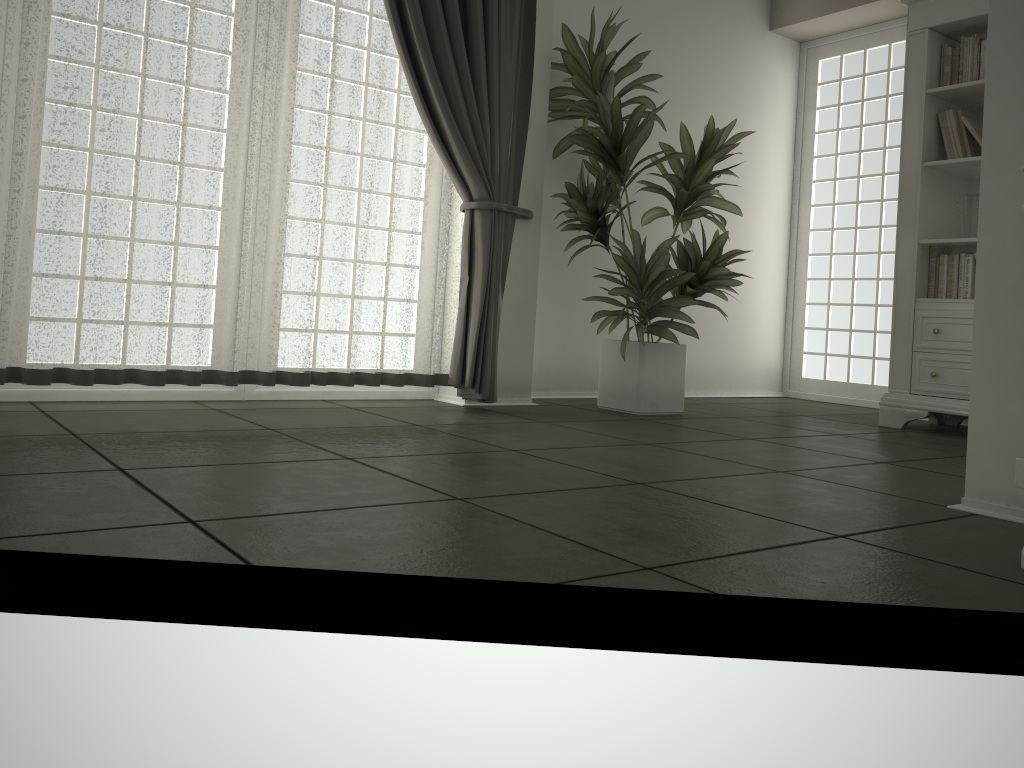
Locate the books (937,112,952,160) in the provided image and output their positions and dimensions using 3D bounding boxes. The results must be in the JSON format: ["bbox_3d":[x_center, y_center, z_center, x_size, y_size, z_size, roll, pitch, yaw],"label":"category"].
[{"bbox_3d":[2.248,-1.242,4.503,0.158,0.275,0.092,3,0,-36],"label":"books"}]

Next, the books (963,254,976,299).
[{"bbox_3d":[2.297,-0.521,4.360,0.176,0.225,0.039,3,-1,-36],"label":"books"}]

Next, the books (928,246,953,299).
[{"bbox_3d":[2.190,-0.565,4.516,0.167,0.278,0.028,3,-1,-36],"label":"books"}]

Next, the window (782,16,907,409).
[{"bbox_3d":[2.280,-1.113,5.825,0.058,2.505,1.002,4,-1,-36],"label":"window"}]

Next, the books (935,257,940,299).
[{"bbox_3d":[2.206,-0.533,4.501,0.155,0.219,0.012,3,-1,-36],"label":"books"}]

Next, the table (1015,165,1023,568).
[{"bbox_3d":[1.351,-0.010,1.593,0.431,0.806,0.700,3,1,-36],"label":"table"}]

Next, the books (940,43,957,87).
[{"bbox_3d":[2.258,-1.606,4.541,0.151,0.259,0.028,3,-1,-36],"label":"books"}]

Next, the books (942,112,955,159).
[{"bbox_3d":[2.261,-1.240,4.485,0.158,0.275,0.092,3,0,-36],"label":"books"}]

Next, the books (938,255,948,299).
[{"bbox_3d":[2.222,-0.533,4.462,0.176,0.225,0.039,3,-1,-36],"label":"books"}]

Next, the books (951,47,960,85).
[{"bbox_3d":[2.291,-1.581,4.486,0.163,0.221,0.035,3,-1,-36],"label":"books"}]

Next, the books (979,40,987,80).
[{"bbox_3d":[2.375,-1.569,4.362,0.176,0.225,0.039,3,-1,-36],"label":"books"}]

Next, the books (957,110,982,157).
[{"bbox_3d":[2.318,-1.234,4.449,0.158,0.275,0.092,3,0,-36],"label":"books"}]

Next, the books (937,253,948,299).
[{"bbox_3d":[2.208,-0.540,4.485,0.138,0.235,0.012,3,-1,-36],"label":"books"}]

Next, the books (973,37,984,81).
[{"bbox_3d":[2.349,-1.582,4.392,0.182,0.245,0.016,3,-1,-36],"label":"books"}]

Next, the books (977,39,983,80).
[{"bbox_3d":[2.358,-1.576,4.381,0.182,0.235,0.010,3,-1,-36],"label":"books"}]

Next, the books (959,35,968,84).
[{"bbox_3d":[2.312,-1.607,4.464,0.158,0.279,0.021,3,-1,-36],"label":"books"}]

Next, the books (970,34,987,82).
[{"bbox_3d":[2.343,-1.594,4.410,0.172,0.265,0.017,3,-1,-36],"label":"books"}]

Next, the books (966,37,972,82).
[{"bbox_3d":[2.332,-1.592,4.426,0.170,0.257,0.019,3,-1,-36],"label":"books"}]

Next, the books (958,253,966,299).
[{"bbox_3d":[2.279,-0.527,4.391,0.170,0.230,0.028,3,-1,-36],"label":"books"}]

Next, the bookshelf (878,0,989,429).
[{"bbox_3d":[2.482,-0.907,4.255,0.623,2.347,1.153,4,-1,-36],"label":"bookshelf"}]

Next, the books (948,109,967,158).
[{"bbox_3d":[2.273,-1.236,4.441,0.158,0.275,0.092,3,0,-36],"label":"books"}]

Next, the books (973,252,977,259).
[{"bbox_3d":[2.350,-0.519,4.281,0.170,0.238,0.154,3,1,-36],"label":"books"}]

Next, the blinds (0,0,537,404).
[{"bbox_3d":[-1.340,-1.204,3.377,3.651,2.606,0.661,2,0,-36],"label":"blinds"}]

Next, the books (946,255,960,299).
[{"bbox_3d":[2.250,-0.528,4.424,0.176,0.225,0.054,3,0,-36],"label":"books"}]

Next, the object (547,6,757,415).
[{"bbox_3d":[0.719,-0.914,4.580,1.159,2.099,1.041,3,0,-18],"label":"object"}]

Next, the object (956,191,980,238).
[{"bbox_3d":[2.310,-0.833,4.434,0.151,0.253,0.151,3,0,-5],"label":"object"}]

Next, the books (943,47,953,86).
[{"bbox_3d":[2.265,-1.586,4.508,0.177,0.226,0.028,3,-1,-36],"label":"books"}]

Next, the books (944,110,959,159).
[{"bbox_3d":[2.263,-1.238,4.461,0.158,0.275,0.092,3,0,-36],"label":"books"}]

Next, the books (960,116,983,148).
[{"bbox_3d":[2.342,-1.207,4.373,0.158,0.240,0.177,3,1,-36],"label":"books"}]

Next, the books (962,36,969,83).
[{"bbox_3d":[2.322,-1.597,4.444,0.165,0.264,0.021,3,-1,-36],"label":"books"}]
